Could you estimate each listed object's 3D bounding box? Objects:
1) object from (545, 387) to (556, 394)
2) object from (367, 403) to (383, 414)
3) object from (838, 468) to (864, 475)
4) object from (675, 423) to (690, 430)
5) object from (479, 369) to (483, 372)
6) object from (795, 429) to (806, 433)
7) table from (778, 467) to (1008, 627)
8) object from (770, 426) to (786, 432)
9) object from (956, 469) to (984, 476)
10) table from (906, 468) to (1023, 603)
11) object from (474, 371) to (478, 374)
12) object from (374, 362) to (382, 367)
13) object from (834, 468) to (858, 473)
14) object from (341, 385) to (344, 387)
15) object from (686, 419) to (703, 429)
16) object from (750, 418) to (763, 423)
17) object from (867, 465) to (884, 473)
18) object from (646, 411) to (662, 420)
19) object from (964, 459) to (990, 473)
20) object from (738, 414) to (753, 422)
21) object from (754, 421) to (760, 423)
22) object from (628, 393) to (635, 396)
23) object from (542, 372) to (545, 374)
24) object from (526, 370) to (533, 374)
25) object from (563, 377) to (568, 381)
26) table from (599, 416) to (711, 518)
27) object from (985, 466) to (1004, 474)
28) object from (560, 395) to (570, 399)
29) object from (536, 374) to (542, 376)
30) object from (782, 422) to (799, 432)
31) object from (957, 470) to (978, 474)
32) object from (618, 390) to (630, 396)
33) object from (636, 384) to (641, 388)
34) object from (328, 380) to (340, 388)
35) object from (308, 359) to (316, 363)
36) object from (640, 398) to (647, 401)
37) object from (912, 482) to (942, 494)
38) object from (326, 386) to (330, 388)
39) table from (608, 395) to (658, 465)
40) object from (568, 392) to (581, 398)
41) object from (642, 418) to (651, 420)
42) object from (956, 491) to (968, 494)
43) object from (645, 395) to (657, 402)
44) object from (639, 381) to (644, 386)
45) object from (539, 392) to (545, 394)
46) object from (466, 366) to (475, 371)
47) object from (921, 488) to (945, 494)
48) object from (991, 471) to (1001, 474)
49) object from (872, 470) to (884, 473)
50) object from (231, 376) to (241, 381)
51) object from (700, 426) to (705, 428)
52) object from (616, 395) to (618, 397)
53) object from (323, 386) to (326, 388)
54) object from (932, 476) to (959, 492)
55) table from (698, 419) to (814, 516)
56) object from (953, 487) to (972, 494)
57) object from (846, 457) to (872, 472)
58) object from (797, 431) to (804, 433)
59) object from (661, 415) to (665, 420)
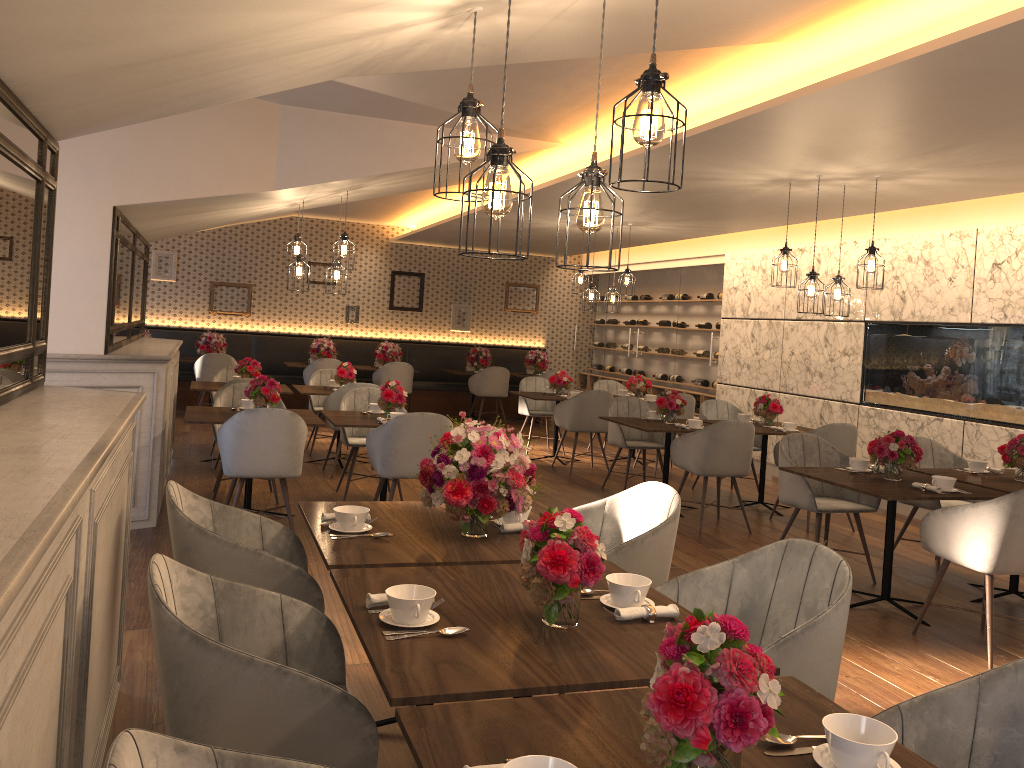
[{"bbox_3d":[0.446,0.072,10.110,0.148,0.072,0.148,1,4,-42],"label":"object"},{"bbox_3d":[-1.038,0.190,6.819,0.148,0.072,0.148,6,4,38],"label":"object"},{"bbox_3d":[2.027,0.522,5.286,0.022,0.004,0.211,2,4,-19],"label":"object"},{"bbox_3d":[1.379,0.340,7.167,0.056,0.039,0.176,3,4,-19],"label":"object"},{"bbox_3d":[-0.419,-0.186,13.222,0.148,0.072,0.148,5,3,23],"label":"object"},{"bbox_3d":[2.452,0.396,7.561,0.043,0.015,0.198,2,4,-23],"label":"object"},{"bbox_3d":[2.143,0.910,5.029,0.895,0.720,0.898,3,3,-19],"label":"table"},{"bbox_3d":[2.245,0.377,7.468,0.056,0.039,0.176,3,4,-19],"label":"object"},{"bbox_3d":[2.894,0.559,5.586,0.022,0.004,0.211,2,4,-19],"label":"object"},{"bbox_3d":[3.047,0.948,5.343,0.895,0.720,0.898,3,3,-19],"label":"table"},{"bbox_3d":[-0.527,-0.174,13.185,0.056,0.039,0.176,3,4,-19],"label":"object"},{"bbox_3d":[-1.999,-0.295,13.318,0.148,0.072,0.148,5,3,28],"label":"object"},{"bbox_3d":[1.992,0.514,5.281,0.043,0.015,0.198,2,4,-23],"label":"object"},{"bbox_3d":[-1.563,0.050,8.449,0.148,0.072,0.148,6,4,38],"label":"object"},{"bbox_3d":[1.487,0.328,7.204,0.148,0.072,0.148,1,4,-42],"label":"object"},{"bbox_3d":[2.228,0.334,8.106,0.056,0.039,0.176,3,4,-19],"label":"object"},{"bbox_3d":[2.201,0.510,5.373,0.056,0.039,0.176,3,4,-19],"label":"object"},{"bbox_3d":[1.255,0.276,7.768,0.148,0.072,0.148,1,4,-42],"label":"object"},{"bbox_3d":[2.961,0.525,5.636,0.148,0.072,0.148,5,3,23],"label":"object"},{"bbox_3d":[2.121,0.313,8.068,0.148,0.072,0.148,1,4,-42],"label":"object"},{"bbox_3d":[2.198,0.340,8.086,0.025,0.024,0.193,3,4,-19],"label":"object"},{"bbox_3d":[1.419,0.130,10.449,0.056,0.039,0.176,3,4,-19],"label":"object"},{"bbox_3d":[0.526,-0.147,13.550,0.148,0.072,0.148,5,3,28],"label":"object"},{"bbox_3d":[0.293,-0.198,14.113,0.148,0.072,0.148,5,3,23],"label":"object"},{"bbox_3d":[0.572,-0.053,9.779,0.077,0.052,0.045,5,2,33],"label":"object"},{"bbox_3d":[1.302,0.697,7.465,0.895,0.720,0.898,3,3,-19],"label":"table"},{"bbox_3d":[3.067,0.546,5.674,0.056,0.039,0.176,3,4,-19],"label":"object"},{"bbox_3d":[0.570,0.136,9.510,0.056,0.039,0.176,3,4,-19],"label":"object"},{"bbox_3d":[0.417,-0.134,13.513,0.056,0.039,0.176,3,4,-19],"label":"object"},{"bbox_3d":[2.354,0.364,7.505,0.148,0.072,0.148,1,4,-42],"label":"object"},{"bbox_3d":[2.859,0.551,5.581,0.043,0.015,0.198,2,4,-23],"label":"object"},{"bbox_3d":[1.312,0.108,10.411,0.148,0.072,0.148,1,4,-42],"label":"object"},{"bbox_3d":[1.427,0.023,10.056,0.049,0.052,0.078,3,3,-9],"label":"object"},{"bbox_3d":[-1.795,-0.002,9.012,0.148,0.072,0.148,6,4,38],"label":"object"},{"bbox_3d":[-2.914,-0.333,13.000,0.148,0.072,0.148,5,3,28],"label":"object"},{"bbox_3d":[1.437,0.172,9.810,0.056,0.039,0.176,3,4,-19],"label":"object"},{"bbox_3d":[2.218,0.553,4.735,0.056,0.039,0.176,3,4,-19],"label":"object"},{"bbox_3d":[-1.862,0.032,8.962,0.022,0.004,0.211,2,4,-19],"label":"object"},{"bbox_3d":[1.398,0.531,10.120,0.895,0.720,0.898,3,3,-19],"label":"table"},{"bbox_3d":[0.678,0.123,9.547,0.148,0.072,0.148,1,4,-42],"label":"object"},{"bbox_3d":[1.153,0.302,7.713,0.043,0.015,0.198,2,4,-23],"label":"object"},{"bbox_3d":[2.390,0.576,4.823,0.022,0.004,0.211,2,4,-19],"label":"object"},{"bbox_3d":[1.545,0.160,9.848,0.148,0.072,0.148,1,4,-42],"label":"object"},{"bbox_3d":[1.455,-0.006,10.052,0.048,0.052,0.076,2,3,-40],"label":"object"},{"bbox_3d":[0.344,0.098,10.055,0.043,0.015,0.198,2,4,-23],"label":"object"},{"bbox_3d":[-0.651,-0.238,13.786,0.148,0.072,0.148,5,3,28],"label":"object"},{"bbox_3d":[2.247,0.560,4.755,0.025,0.024,0.193,3,4,-19],"label":"object"},{"bbox_3d":[3.037,0.553,5.654,0.025,0.024,0.193,3,4,-19],"label":"object"},{"bbox_3d":[2.171,0.516,5.353,0.025,0.024,0.193,3,4,-19],"label":"object"},{"bbox_3d":[-2.687,-0.039,8.703,0.148,0.072,0.148,6,4,38],"label":"object"},{"bbox_3d":[1.586,0.360,7.260,0.043,0.015,0.198,2,4,-23],"label":"object"},{"bbox_3d":[1.218,0.134,10.358,0.043,0.015,0.198,3,4,-15],"label":"object"},{"bbox_3d":[-1.897,0.024,8.957,0.043,0.015,0.198,2,4,-23],"label":"object"},{"bbox_3d":[2.327,0.540,4.772,0.148,0.072,0.148,5,3,23],"label":"object"},{"bbox_3d":[2.207,0.735,7.779,0.895,0.720,0.898,3,3,-19],"label":"table"},{"bbox_3d":[2.425,0.572,4.828,0.043,0.015,0.198,2,4,-23],"label":"object"},{"bbox_3d":[2.094,0.489,5.336,0.148,0.072,0.148,5,3,23],"label":"object"},{"bbox_3d":[2.416,0.400,7.556,0.022,0.004,0.211,2,4,-19],"label":"object"},{"bbox_3d":[1.361,0.298,7.805,0.056,0.039,0.176,3,4,-19],"label":"object"}]
